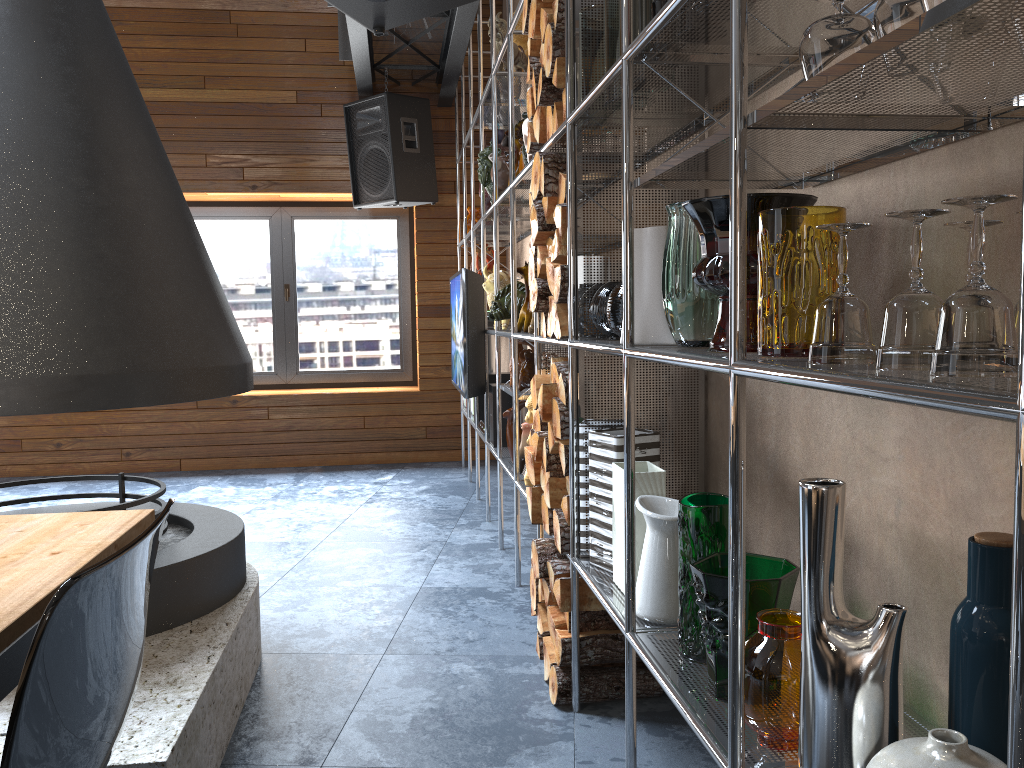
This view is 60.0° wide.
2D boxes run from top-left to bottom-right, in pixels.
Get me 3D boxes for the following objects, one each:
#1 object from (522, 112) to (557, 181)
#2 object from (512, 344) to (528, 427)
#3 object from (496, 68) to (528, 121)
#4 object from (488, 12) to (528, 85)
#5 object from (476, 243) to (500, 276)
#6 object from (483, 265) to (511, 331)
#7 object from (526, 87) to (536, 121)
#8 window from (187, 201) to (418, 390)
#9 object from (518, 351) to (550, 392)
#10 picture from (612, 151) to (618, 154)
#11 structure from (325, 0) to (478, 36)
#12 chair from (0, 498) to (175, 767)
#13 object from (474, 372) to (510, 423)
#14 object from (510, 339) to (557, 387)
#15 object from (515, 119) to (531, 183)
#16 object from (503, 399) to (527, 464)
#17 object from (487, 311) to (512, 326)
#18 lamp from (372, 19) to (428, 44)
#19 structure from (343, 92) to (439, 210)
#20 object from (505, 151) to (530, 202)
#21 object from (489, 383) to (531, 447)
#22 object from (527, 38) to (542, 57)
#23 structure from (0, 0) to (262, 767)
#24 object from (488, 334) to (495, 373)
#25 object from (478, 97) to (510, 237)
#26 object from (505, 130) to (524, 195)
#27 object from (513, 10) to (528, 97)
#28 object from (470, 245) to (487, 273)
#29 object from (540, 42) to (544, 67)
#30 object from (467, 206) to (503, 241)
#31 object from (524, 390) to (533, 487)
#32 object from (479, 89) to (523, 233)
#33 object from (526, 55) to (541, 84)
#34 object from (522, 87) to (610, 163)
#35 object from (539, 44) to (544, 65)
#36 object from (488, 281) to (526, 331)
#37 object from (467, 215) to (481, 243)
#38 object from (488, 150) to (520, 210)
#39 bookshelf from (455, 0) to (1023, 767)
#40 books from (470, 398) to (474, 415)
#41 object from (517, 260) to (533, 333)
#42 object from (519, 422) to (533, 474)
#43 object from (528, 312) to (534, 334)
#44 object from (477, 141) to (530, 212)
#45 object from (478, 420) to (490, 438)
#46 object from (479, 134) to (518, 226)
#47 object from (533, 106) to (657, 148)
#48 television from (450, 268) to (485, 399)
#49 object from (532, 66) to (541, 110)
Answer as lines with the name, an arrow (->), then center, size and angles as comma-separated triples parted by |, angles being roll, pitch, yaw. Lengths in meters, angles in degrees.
object -> 0.164, -0.884, 3.295 | 0.253, 0.249, 0.126 | -1, 4, -3
object -> 0.045, 0.053, 4.199 | 0.112, 0.533, 0.112 | -1, 4, -7
object -> -0.010, -1.658, 4.717 | 0.207, 0.442, 0.328 | -2, 4, -14
object -> -0.013, -1.518, 4.008 | 0.208, 0.280, 0.131 | -3, 5, -25
object -> -0.161, -0.808, 5.820 | 0.060, 0.223, 0.267 | 2, 5, 38
object -> 0.016, -0.408, 4.162 | 0.325, 0.309, 0.154 | -3, 5, -23
object -> 0.210, -0.872, 2.779 | 0.321, 0.109, 0.110 | -1, 4, -8
window -> -3.639, -0.623, 6.511 | 5.936, 1.521, 0.101 | -1, 4, -7
object -> 0.104, -0.054, 3.643 | 0.105, 0.168, 0.210 | 2, 5, 33
picture -> 0.363, -1.179, 3.118 | 0.090, 0.863, 0.530 | -1, 4, -8
structure -> -0.273, -1.257, 2.037 | 0.506, 0.744, 0.460 | 1, 4, 18
chair -> -0.662, 0.584, 1.017 | 0.599, 0.825, 0.527 | -1, 4, -7
object -> -0.053, 0.085, 5.340 | 0.343, 0.303, 0.175 | -1, 4, -7
object -> 0.096, -0.092, 3.866 | 0.217, 0.214, 0.108 | 0, 4, 17
object -> 0.117, -0.909, 3.494 | 0.227, 0.270, 0.123 | -1, 4, -7
object -> 0.079, 0.206, 3.857 | 0.249, 0.290, 0.114 | 1, 4, 18
object -> -0.168, -0.444, 5.959 | 0.320, 0.114, 0.404 | -1, 4, -7
lamp -> -0.663, -2.571, 5.239 | 0.475, 1.002, 0.475 | 0, 4, 16
structure -> -0.794, -1.547, 5.970 | 0.461, 0.735, 0.488 | 3, 6, 42
object -> 0.104, -0.901, 3.836 | 0.272, 0.207, 0.137 | -1, 4, -4
object -> 0.066, 0.151, 4.446 | 0.343, 0.303, 0.175 | -1, 4, -7
object -> 0.205, -1.031, 2.750 | 0.308, 0.120, 0.097 | -1, 4, -3
structure -> -1.378, -1.941, 2.210 | 1.197, 5.699, 1.689 | -1, 4, -7
object -> -0.135, -0.047, 5.554 | 0.112, 0.533, 0.112 | -1, 4, -7
object -> -0.122, -1.363, 5.472 | 0.244, 0.879, 0.244 | 1, 5, 21
object -> 0.116, -0.927, 3.663 | 0.290, 0.290, 0.097 | -2, 4, -9
object -> 0.087, -1.633, 4.277 | 0.215, 0.458, 0.328 | -1, 4, -3
object -> -0.193, -0.826, 6.018 | 0.116, 0.229, 0.233 | 2, 5, 32
object -> 0.251, -0.954, 2.587 | 0.330, 0.098, 0.107 | -1, 4, -3
object -> -0.173, -1.048, 5.772 | 0.278, 0.222, 0.138 | -1, 4, 3
object -> 0.179, 0.208, 3.271 | 0.170, 0.363, 0.375 | -5, 6, -42
object -> -0.065, -1.322, 5.212 | 0.305, 0.840, 0.237 | -1, 4, -5
object -> 0.213, -0.964, 2.757 | 0.331, 0.110, 0.107 | -1, 4, -5
object -> 0.192, -0.874, 2.972 | 0.314, 0.280, 0.151 | -2, 4, -9
object -> 0.246, -0.934, 2.506 | 0.331, 0.110, 0.101 | -2, 4, -9
object -> 0.089, -0.337, 3.823 | 0.403, 0.221, 0.192 | 2, 5, 29
object -> -0.209, -1.066, 6.020 | 0.233, 0.209, 0.107 | -2, 5, -20
object -> -0.016, -0.950, 4.116 | 0.164, 0.266, 0.237 | 0, 4, 9
bookshelf -> 0.499, -2.121, 0.786 | 0.421, 6.218, 10.740 | -1, 4, -7
books -> -0.219, 0.084, 6.021 | 0.139, 0.208, 0.461 | -1, 4, -8
object -> 0.145, -0.351, 3.567 | 0.290, 0.290, 0.097 | -3, 5, -27
object -> 0.108, 0.255, 3.624 | 0.119, 0.220, 0.212 | 1, 5, 27
object -> 0.195, -0.399, 3.148 | 0.210, 0.451, 0.405 | -2, 4, -15
object -> -0.036, -1.011, 4.346 | 0.255, 0.356, 0.167 | 0, 4, 12
object -> -0.011, 0.242, 4.882 | 0.325, 0.058, 0.360 | -1, 4, -7
object -> -0.075, -1.084, 4.746 | 0.219, 0.440, 0.462 | -1, 4, -8
object -> 0.252, -0.774, 2.684 | 0.362, 0.131, 0.154 | -1, 4, -8
television -> -0.249, -0.285, 4.847 | 0.115, 0.638, 1.075 | -1, 4, -7
object -> 0.224, -0.898, 2.665 | 0.329, 0.135, 0.095 | -1, 4, -4
